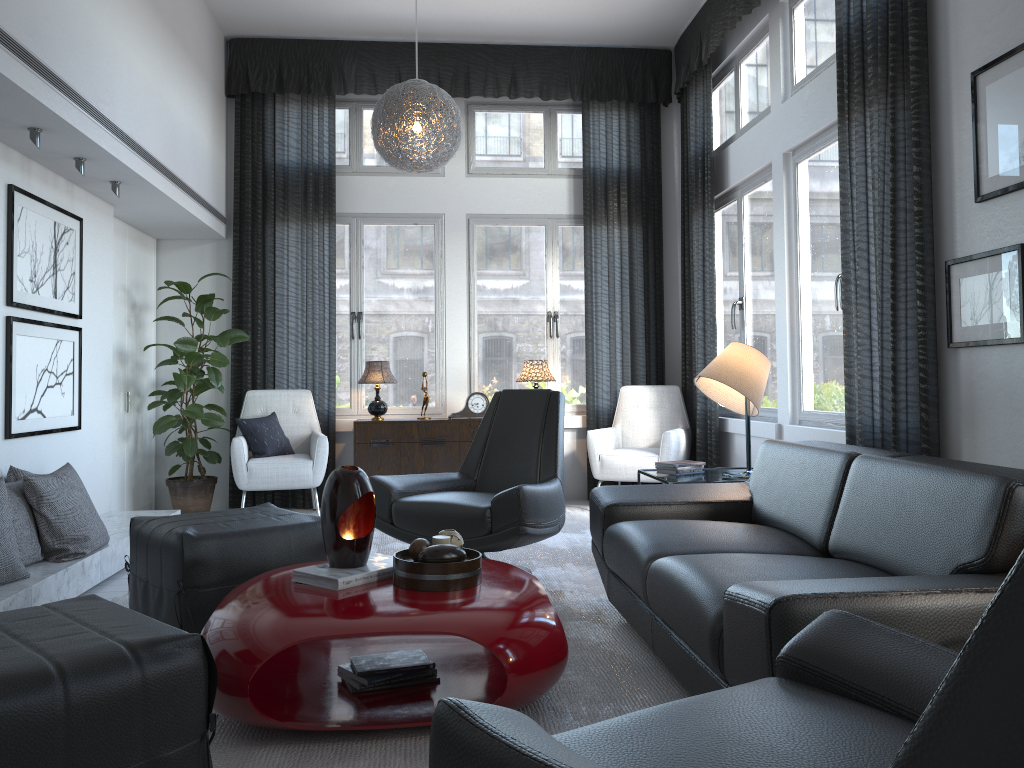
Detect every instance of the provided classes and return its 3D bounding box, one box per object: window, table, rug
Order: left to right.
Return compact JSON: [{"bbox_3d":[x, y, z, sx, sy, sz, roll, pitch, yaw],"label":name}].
[{"bbox_3d":[-1.116,-0.911,6.370,1.268,2.326,0.133,0,-2,-6],"label":"window"},{"bbox_3d":[-0.353,0.692,2.502,0.942,0.301,0.938,-1,0,-6],"label":"table"},{"bbox_3d":[0.052,0.835,2.119,2.954,0.032,7.762,-1,0,-6],"label":"rug"},{"bbox_3d":[0.296,-0.927,6.510,1.268,2.326,0.133,0,-2,-6],"label":"window"},{"bbox_3d":[0.944,0.626,4.129,0.593,0.411,0.592,-1,-1,-6],"label":"table"},{"bbox_3d":[1.445,-0.939,5.583,0.133,2.326,1.266,0,-2,-6],"label":"window"},{"bbox_3d":[1.585,-0.941,4.173,0.133,2.326,1.266,0,-2,-6],"label":"window"}]

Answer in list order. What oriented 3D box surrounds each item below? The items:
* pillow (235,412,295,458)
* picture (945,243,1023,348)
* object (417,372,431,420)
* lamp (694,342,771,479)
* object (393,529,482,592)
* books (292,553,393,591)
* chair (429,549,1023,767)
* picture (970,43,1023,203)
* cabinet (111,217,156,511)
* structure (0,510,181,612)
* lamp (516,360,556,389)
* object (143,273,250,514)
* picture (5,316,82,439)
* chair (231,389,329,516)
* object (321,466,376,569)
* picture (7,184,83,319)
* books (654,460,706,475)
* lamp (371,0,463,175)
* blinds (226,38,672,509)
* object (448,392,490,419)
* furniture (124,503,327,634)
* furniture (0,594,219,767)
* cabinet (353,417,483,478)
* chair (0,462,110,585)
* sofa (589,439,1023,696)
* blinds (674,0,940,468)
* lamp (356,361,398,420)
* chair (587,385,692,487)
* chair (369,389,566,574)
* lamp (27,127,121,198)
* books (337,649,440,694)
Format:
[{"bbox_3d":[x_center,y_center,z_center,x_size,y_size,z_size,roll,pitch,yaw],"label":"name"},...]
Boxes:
[{"bbox_3d":[-1.597,0.332,5.752,0.252,0.296,0.356,-1,-1,21],"label":"pillow"},{"bbox_3d":[1.648,-0.296,3.093,0.020,0.327,0.427,0,-1,-6],"label":"picture"},{"bbox_3d":[-0.601,0.079,6.051,0.096,0.325,0.096,0,-2,-6],"label":"object"},{"bbox_3d":[1.259,0.313,3.653,0.474,1.016,1.166,1,-1,-31],"label":"lamp"},{"bbox_3d":[-0.205,0.479,2.438,0.242,0.133,0.242,-1,-1,32],"label":"object"},{"bbox_3d":[-0.437,0.529,2.515,0.201,0.030,0.306,-1,0,39],"label":"books"},{"bbox_3d":[0.435,0.426,1.030,0.840,0.811,0.804,0,-1,-33],"label":"chair"},{"bbox_3d":[1.669,-0.872,2.847,0.020,0.468,0.588,0,-1,-6],"label":"picture"},{"bbox_3d":[-2.515,-0.070,5.587,0.191,1.898,1.170,0,-2,-6],"label":"cabinet"},{"bbox_3d":[-1.721,0.780,1.428,0.393,0.135,7.201,-1,0,-6],"label":"structure"},{"bbox_3d":[0.166,0.033,6.101,0.280,0.398,0.280,-1,-2,20],"label":"lamp"},{"bbox_3d":[-2.023,0.073,5.638,0.935,1.592,0.639,-2,-2,40],"label":"object"},{"bbox_3d":[-2.176,-0.028,4.150,0.020,0.523,0.790,0,-1,-6],"label":"picture"},{"bbox_3d":[-1.510,0.449,5.759,0.594,0.824,0.612,0,-2,-16],"label":"chair"},{"bbox_3d":[-0.467,0.374,2.519,0.151,0.281,0.153,-2,-2,34],"label":"object"},{"bbox_3d":[-2.182,-0.594,4.172,0.020,0.523,0.790,0,-1,-6],"label":"picture"},{"bbox_3d":[0.807,0.403,4.269,0.215,0.050,0.160,-1,0,-33],"label":"books"},{"bbox_3d":[-0.533,-1.818,4.955,0.512,1.308,0.514,0,-2,-11],"label":"lamp"},{"bbox_3d":[-0.397,-0.798,6.304,3.212,3.283,0.188,-1,-2,-6],"label":"blinds"},{"bbox_3d":[-0.237,0.146,6.069,0.406,0.181,0.180,-1,-1,-6],"label":"object"},{"bbox_3d":[-1.036,0.668,3.248,0.598,0.378,0.613,0,-1,-42],"label":"furniture"},{"bbox_3d":[-0.964,0.667,1.694,0.598,0.378,0.614,-1,-1,43],"label":"furniture"},{"bbox_3d":[-0.364,0.544,6.074,1.399,0.613,0.385,-1,-2,-6],"label":"cabinet"},{"bbox_3d":[-1.929,0.531,3.540,0.391,0.432,1.335,-1,0,-5],"label":"chair"},{"bbox_3d":[0.854,0.518,2.653,0.936,0.617,1.903,-1,0,-6],"label":"sofa"},{"bbox_3d":[1.373,-0.817,4.869,0.189,3.282,3.208,0,-1,-6],"label":"blinds"},{"bbox_3d":[-0.910,0.045,5.994,0.280,0.398,0.280,-1,-2,20],"label":"lamp"},{"bbox_3d":[0.872,0.423,5.982,0.593,0.824,0.612,-1,-2,24],"label":"chair"},{"bbox_3d":[-0.099,0.431,3.975,0.840,0.811,0.804,-1,-1,32],"label":"chair"},{"bbox_3d":[-1.799,-0.983,2.395,0.053,0.081,4.249,0,0,-6],"label":"lamp"},{"bbox_3d":[-0.347,0.809,2.515,0.272,0.054,0.204,-1,0,-30],"label":"books"}]
